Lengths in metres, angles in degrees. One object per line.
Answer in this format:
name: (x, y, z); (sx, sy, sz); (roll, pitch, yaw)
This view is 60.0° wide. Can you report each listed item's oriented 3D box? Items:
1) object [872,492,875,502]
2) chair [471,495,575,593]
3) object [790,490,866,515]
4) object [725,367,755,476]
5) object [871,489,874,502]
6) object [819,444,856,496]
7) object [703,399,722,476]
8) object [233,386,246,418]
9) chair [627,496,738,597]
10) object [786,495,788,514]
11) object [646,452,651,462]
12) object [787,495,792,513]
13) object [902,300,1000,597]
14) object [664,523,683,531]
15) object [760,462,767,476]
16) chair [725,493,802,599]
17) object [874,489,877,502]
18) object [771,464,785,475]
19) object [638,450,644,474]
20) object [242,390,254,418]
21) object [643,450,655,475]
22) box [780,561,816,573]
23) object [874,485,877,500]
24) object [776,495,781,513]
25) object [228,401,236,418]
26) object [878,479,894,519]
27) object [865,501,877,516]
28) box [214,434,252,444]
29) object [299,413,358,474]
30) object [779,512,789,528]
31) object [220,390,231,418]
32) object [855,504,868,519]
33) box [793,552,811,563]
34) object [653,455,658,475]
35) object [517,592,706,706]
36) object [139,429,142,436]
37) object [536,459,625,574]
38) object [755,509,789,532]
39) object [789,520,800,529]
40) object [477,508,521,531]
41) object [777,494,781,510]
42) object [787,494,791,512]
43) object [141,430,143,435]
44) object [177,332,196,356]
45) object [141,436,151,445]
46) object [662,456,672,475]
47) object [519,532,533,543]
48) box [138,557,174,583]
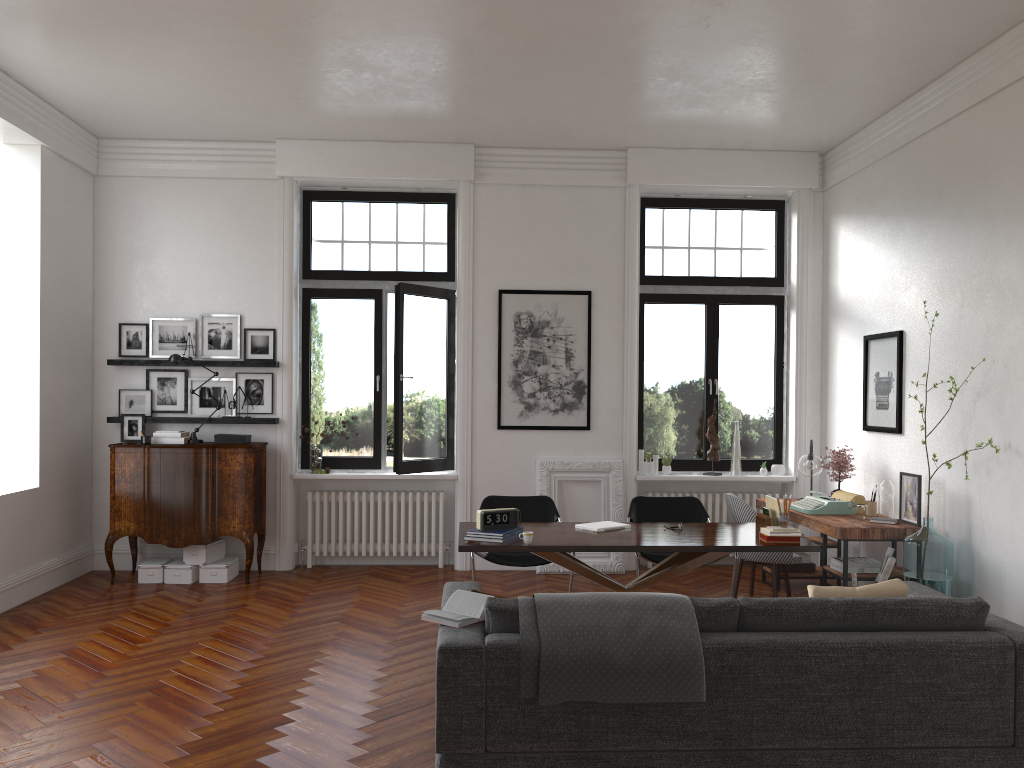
object: (2.831, 0.925, 6.951); (0.054, 0.207, 0.008); (0, 1, -16)
chair: (0.061, 1.311, 6.655); (0.752, 0.872, 0.745); (1, 0, -3)
object: (2.529, 0.951, 7.200); (0.484, 0.149, 0.535); (1, -1, -4)
object: (2.230, 0.366, 8.596); (0.296, 1.054, 0.289); (1, 0, 0)
object: (2.819, 0.924, 6.954); (0.054, 0.207, 0.008); (0, 1, -38)
object: (2.778, 0.771, 7.549); (0.290, 0.529, 0.308); (1, 0, 42)
object: (1.950, 0.513, 8.608); (0.165, 0.754, 0.143); (1, 1, 39)
object: (-2.520, 0.166, 8.202); (0.118, 0.299, 0.040); (1, 0, -3)
chair: (1.235, 1.323, 6.716); (0.752, 0.872, 0.745); (1, 0, -3)
object: (1.754, 0.805, 5.665); (0.008, 0.195, 0.036); (1, 0, 9)
object: (1.325, 0.773, 8.615); (0.051, 0.213, 0.051); (1, 1, 32)
object: (1.772, 0.806, 5.682); (0.044, 0.194, 0.008); (1, 1, 27)
object: (2.917, 0.440, 5.873); (0.353, 2.058, 0.807); (0, 0, -22)
object: (1.130, 0.974, 6.090); (0.114, 0.047, 0.133); (1, -1, -40)
object: (2.449, 0.823, 8.628); (0.072, 0.134, 0.072); (1, 0, 22)
chair: (1.991, 1.329, 7.123); (0.547, 0.900, 0.716); (1, 0, -10)
object: (2.829, 0.924, 6.927); (0.008, 0.207, 0.054); (0, 0, -20)
object: (2.616, 0.844, 8.721); (0.134, 0.097, 0.132); (1, 0, -33)
object: (1.258, 0.760, 8.631); (0.051, 0.238, 0.051); (1, 1, 32)
object: (-2.453, 0.186, 8.233); (0.110, 0.262, 0.040); (1, 0, -3)
object: (1.315, 0.757, 8.528); (0.102, 0.244, 0.098); (0, 0, -25)
box: (2.471, 1.604, 7.836); (0.318, 0.082, 0.296); (1, -1, -3)
object: (2.839, 0.908, 6.937); (0.028, 0.239, 0.023); (0, 0, -6)
object: (1.719, 0.807, 5.691); (0.049, 0.193, 0.008); (1, 0, 1)
object: (-2.579, 0.234, 8.164); (0.066, 0.161, 0.040); (1, 0, -3)
object: (2.832, 0.875, 6.708); (0.111, 0.302, 0.111); (1, 0, 34)
object: (2.809, 0.973, 6.939); (0.058, 0.113, 0.075); (1, 0, -3)
box: (-2.524, 0.497, 8.022); (0.282, 0.086, 0.208); (1, -1, -3)
object: (-1.731, 0.552, 8.473); (0.542, 0.599, 0.317); (1, 0, -32)
object: (1.746, 0.873, 5.692); (0.058, 0.091, 0.058); (1, 0, -16)
object: (-2.649, 0.184, 8.186); (0.124, 0.260, 0.040); (1, 0, -3)
object: (2.674, 0.975, 6.787); (0.093, 0.101, 0.093); (1, 0, -11)
box: (2.472, 1.528, 7.839); (0.256, 0.066, 0.238); (1, -1, -2)
object: (1.392, 0.786, 8.595); (0.051, 0.188, 0.051); (1, 0, 32)
object: (0.403, 1.103, 3.768); (0.752, 0.387, 0.400); (1, 0, -3)
object: (-3.212, 0.449, 7.688); (0.050, 0.119, 0.010); (1, 0, 0)
object: (0.642, 1.245, 8.343); (0.830, 1.062, 0.233); (1, 0, -3)
object: (1.747, 0.917, 5.956); (0.150, 0.166, 0.228); (1, 0, -3)
object: (2.456, 1.254, 7.830); (0.173, 0.110, 0.173); (0, 0, 34)
object: (-0.083, 0.858, 5.614); (0.275, 0.125, 0.082); (1, 0, -29)
object: (1.730, 0.807, 5.715); (0.008, 0.193, 0.049); (0, 1, -34)
object: (1.773, 0.805, 5.693); (0.038, 0.195, 0.008); (1, 1, 23)
object: (-3.207, 0.455, 7.713); (0.046, 0.139, 0.010); (1, 0, -6)
object: (-2.997, -0.346, 8.165); (0.174, 0.260, 0.040); (1, 0, -3)
object: (-3.177, 0.490, 7.699); (0.091, 0.077, 0.091); (1, 0, -30)
object: (1.514, 0.789, 8.650); (0.097, 0.185, 0.099); (1, 0, 20)
object: (0.090, 0.946, 5.464); (0.082, 0.065, 0.064); (0, 0, 18)
box: (-3.164, 1.660, 7.886); (0.209, 0.177, 0.394); (1, -1, -8)
